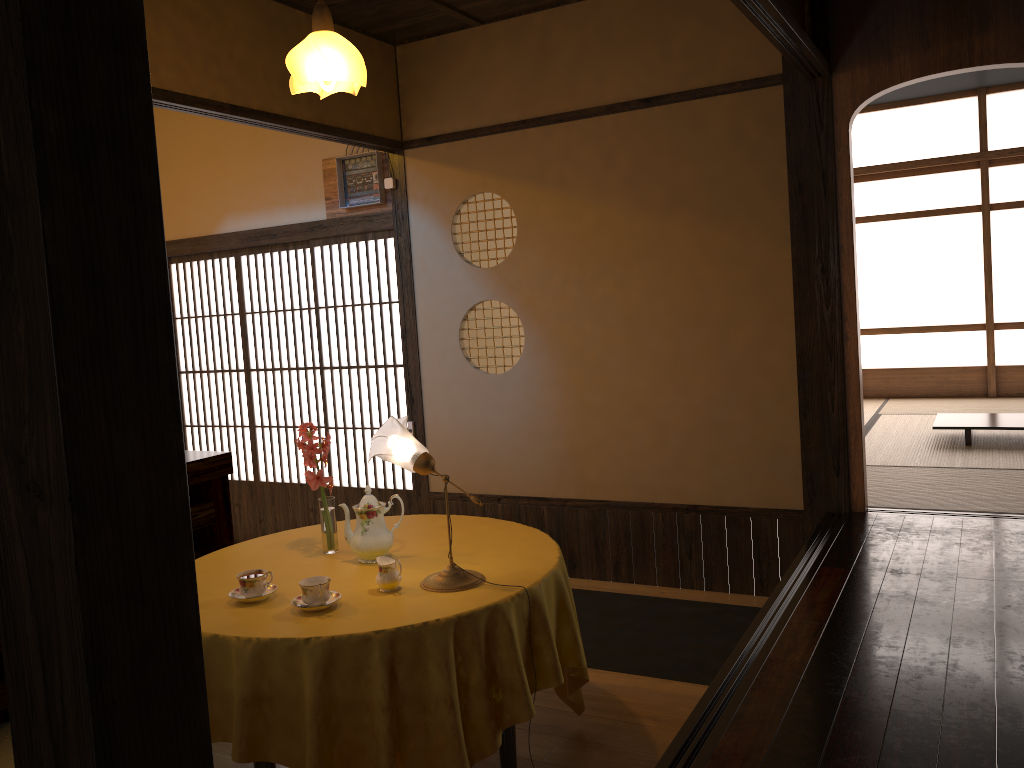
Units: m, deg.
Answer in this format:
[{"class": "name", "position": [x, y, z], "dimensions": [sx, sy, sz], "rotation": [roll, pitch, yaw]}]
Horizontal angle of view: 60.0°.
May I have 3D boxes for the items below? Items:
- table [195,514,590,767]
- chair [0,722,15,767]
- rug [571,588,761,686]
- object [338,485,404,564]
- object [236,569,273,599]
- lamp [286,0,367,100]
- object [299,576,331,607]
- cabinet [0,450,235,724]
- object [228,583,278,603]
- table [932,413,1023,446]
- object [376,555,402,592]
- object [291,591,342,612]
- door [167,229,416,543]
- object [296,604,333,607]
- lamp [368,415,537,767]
[{"class": "table", "position": [-0.470, 0.938, 2.956], "dimensions": [1.443, 0.694, 1.446], "rotation": [-1, 6, 29]}, {"class": "chair", "position": [-1.285, 0.924, 2.284], "dimensions": [0.577, 0.958, 0.492], "rotation": [-4, 4, -6]}, {"class": "rug", "position": [-0.136, 1.131, 4.403], "dimensions": [2.953, 0.005, 0.904], "rotation": [-1, 6, 28]}, {"class": "object", "position": [-0.466, 0.462, 2.962], "dimensions": [0.163, 0.252, 0.154], "rotation": [0, 5, 42]}, {"class": "object", "position": [-0.768, 0.595, 2.633], "dimensions": [0.090, 0.076, 0.099], "rotation": [-7, 6, -37]}, {"class": "lamp", "position": [-0.619, -1.345, 2.833], "dimensions": [0.277, 0.809, 0.249], "rotation": [-7, 5, -40]}, {"class": "object", "position": [-0.559, 0.591, 2.517], "dimensions": [0.090, 0.076, 0.099], "rotation": [-3, 5, 13]}, {"class": "cabinet", "position": [-1.889, 0.897, 2.955], "dimensions": [0.489, 0.969, 2.191], "rotation": [-2, 5, 28]}, {"class": "object", "position": [-0.769, 0.627, 2.638], "dimensions": [0.144, 0.024, 0.144], "rotation": [-5, 5, -11]}, {"class": "table", "position": [3.333, 0.285, 5.590], "dimensions": [1.200, 0.118, 0.602], "rotation": [-1, 6, 28]}, {"class": "object", "position": [-0.365, 0.562, 2.641], "dimensions": [0.083, 0.098, 0.078], "rotation": [-4, 4, -2]}, {"class": "object", "position": [-0.556, 0.623, 2.523], "dimensions": [0.144, 0.024, 0.144], "rotation": [-5, 5, -11]}, {"class": "door", "position": [-1.761, 0.098, 5.939], "dimensions": [2.647, 1.997, 0.066], "rotation": [-1, 4, 28]}, {"class": "object", "position": [-0.554, 0.618, 2.471], "dimensions": [0.126, 0.019, 0.029], "rotation": [-1, 6, 32]}, {"class": "lamp", "position": [-0.167, 0.688, 2.673], "dimensions": [0.511, 1.201, 0.198], "rotation": [-2, 4, 29]}]
